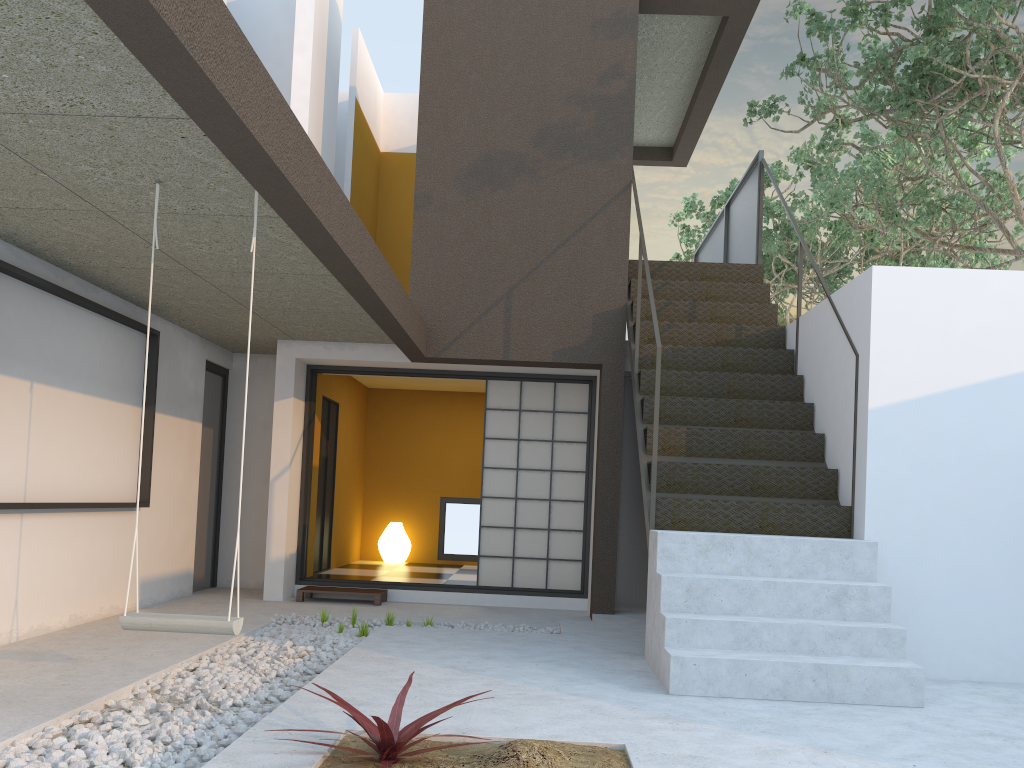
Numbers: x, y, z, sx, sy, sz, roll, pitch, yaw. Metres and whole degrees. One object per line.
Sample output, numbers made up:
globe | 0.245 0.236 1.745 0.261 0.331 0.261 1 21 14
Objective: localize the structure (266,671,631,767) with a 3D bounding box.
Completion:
structure | -0.176 1.178 2.933 1.203 0.290 0.752 2 -7 2

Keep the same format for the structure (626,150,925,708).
structure | 1.486 -0.073 7.386 1.158 3.926 6.593 2 -6 2

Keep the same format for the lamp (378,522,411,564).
lamp | -1.369 1.863 10.302 0.387 0.498 0.397 3 -4 -9

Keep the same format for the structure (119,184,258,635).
structure | -1.306 0.085 3.635 0.462 1.860 0.129 2 -2 2

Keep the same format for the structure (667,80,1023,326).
structure | 5.180 -1.353 13.434 5.519 4.682 7.334 4 -6 -18

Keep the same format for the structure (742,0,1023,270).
structure | 4.396 -2.131 6.868 4.343 3.684 5.770 4 -6 -18

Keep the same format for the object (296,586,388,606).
object | -1.439 1.799 7.509 0.703 0.100 0.352 2 -7 2
